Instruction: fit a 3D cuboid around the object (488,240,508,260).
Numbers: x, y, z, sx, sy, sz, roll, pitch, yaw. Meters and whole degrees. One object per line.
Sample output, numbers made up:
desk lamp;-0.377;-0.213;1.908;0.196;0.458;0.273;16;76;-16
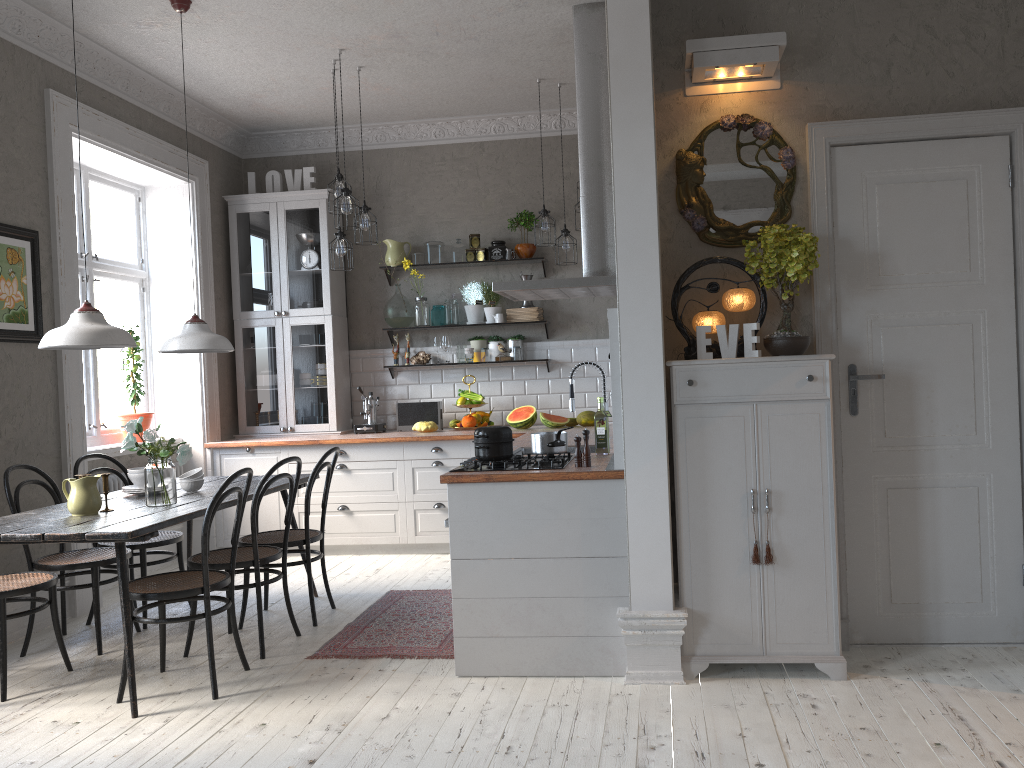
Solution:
object;-0.106;-1.046;7.011;0.141;0.174;0.143;-2;1;8

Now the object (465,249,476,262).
object;-0.320;-1.007;6.991;0.082;0.113;0.083;-2;1;8

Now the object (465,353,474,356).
object;-0.332;-0.212;6.939;0.077;0.051;0.077;-2;1;1

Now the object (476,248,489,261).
object;-0.234;-1.010;6.977;0.082;0.113;0.084;-2;1;18

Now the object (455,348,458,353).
object;-0.412;-0.242;7.068;0.076;0.083;0.079;-2;1;26

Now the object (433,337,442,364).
object;-0.591;-0.268;7.075;0.082;0.217;0.081;-2;1;-6

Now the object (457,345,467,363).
object;-0.394;-0.237;6.990;0.080;0.139;0.078;-3;1;-19

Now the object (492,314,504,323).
object;-0.099;-0.511;6.912;0.104;0.071;0.064;-2;1;38

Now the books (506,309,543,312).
books;0.101;-0.578;6.979;0.258;0.016;0.159;-2;1;17

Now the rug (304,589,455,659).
rug;-0.485;1.230;4.638;0.732;0.014;1.296;-2;1;9

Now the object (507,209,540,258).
object;0.112;-1.166;6.935;0.256;0.397;0.246;-2;1;33

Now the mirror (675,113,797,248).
mirror;0.992;-0.903;3.920;0.530;0.593;0.071;-2;1;7

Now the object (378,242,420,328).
object;-0.923;-0.782;7.025;0.339;0.674;0.332;-3;1;-23

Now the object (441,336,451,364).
object;-0.518;-0.270;6.971;0.082;0.217;0.081;-2;1;-6

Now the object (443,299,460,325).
object;-0.478;-0.562;6.984;0.122;0.206;0.127;-2;1;31

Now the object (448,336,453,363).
object;-0.506;-0.271;7.061;0.082;0.217;0.081;-2;1;-6

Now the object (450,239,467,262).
object;-0.424;-1.056;7.106;0.142;0.220;0.137;-3;1;-32

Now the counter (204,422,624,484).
counter;-0.819;0.402;5.486;3.144;0.039;3.409;-2;1;8

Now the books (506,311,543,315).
books;0.102;-0.556;6.979;0.258;0.011;0.159;-2;1;14

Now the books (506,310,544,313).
books;0.101;-0.567;6.979;0.257;0.016;0.160;-2;1;20

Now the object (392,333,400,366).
object;-0.932;-0.275;7.117;0.054;0.264;0.060;-3;1;-21

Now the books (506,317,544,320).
books;0.103;-0.513;6.980;0.257;0.016;0.160;-2;1;20

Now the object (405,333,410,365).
object;-0.831;-0.279;7.089;0.052;0.264;0.063;-2;1;44

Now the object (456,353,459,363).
object;-0.410;-0.209;7.069;0.076;0.083;0.079;-2;1;26

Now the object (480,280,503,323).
object;-0.160;-0.663;6.981;0.187;0.380;0.166;-3;1;-31

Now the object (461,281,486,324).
object;-0.283;-0.647;7.049;0.241;0.354;0.238;-2;1;26

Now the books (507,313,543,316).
books;0.102;-0.546;6.980;0.259;0.011;0.159;-2;1;11

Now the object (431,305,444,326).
object;-0.585;-0.543;7.088;0.125;0.172;0.127;-2;1;12

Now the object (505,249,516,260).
object;-0.011;-1.010;6.900;0.093;0.096;0.075;-2;1;9

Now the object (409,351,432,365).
object;-0.730;-0.208;7.053;0.179;0.111;0.095;-3;1;-15

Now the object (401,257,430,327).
object;-0.756;-0.720;6.960;0.191;0.540;0.281;-2;1;0

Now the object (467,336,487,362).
object;-0.279;-0.282;7.059;0.158;0.217;0.154;-3;1;-12

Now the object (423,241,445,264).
object;-0.616;-1.030;7.034;0.176;0.184;0.168;-3;1;-43

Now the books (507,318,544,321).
books;0.104;-0.502;6.980;0.258;0.011;0.159;-2;1;14

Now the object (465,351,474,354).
object;-0.333;-0.229;6.939;0.076;0.051;0.078;-2;1;27

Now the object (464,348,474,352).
object;-0.334;-0.255;6.938;0.077;0.051;0.077;-2;1;-6

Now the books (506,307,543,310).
books;0.100;-0.588;6.979;0.258;0.011;0.159;-2;1;14

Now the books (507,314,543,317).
books;0.102;-0.534;6.980;0.258;0.011;0.159;-2;1;14

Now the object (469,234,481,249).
object;-0.293;-1.120;6.973;0.083;0.113;0.082;-3;1;-12

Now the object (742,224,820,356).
object;1.149;-0.393;3.699;0.291;0.553;0.348;-2;1;42

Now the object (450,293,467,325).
object;-0.432;-0.594;7.130;0.130;0.264;0.133;-2;1;14

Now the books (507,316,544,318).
books;0.103;-0.524;6.980;0.258;0.016;0.159;-2;1;17

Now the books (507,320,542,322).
books;0.104;-0.491;6.980;0.259;0.011;0.159;-2;1;11
